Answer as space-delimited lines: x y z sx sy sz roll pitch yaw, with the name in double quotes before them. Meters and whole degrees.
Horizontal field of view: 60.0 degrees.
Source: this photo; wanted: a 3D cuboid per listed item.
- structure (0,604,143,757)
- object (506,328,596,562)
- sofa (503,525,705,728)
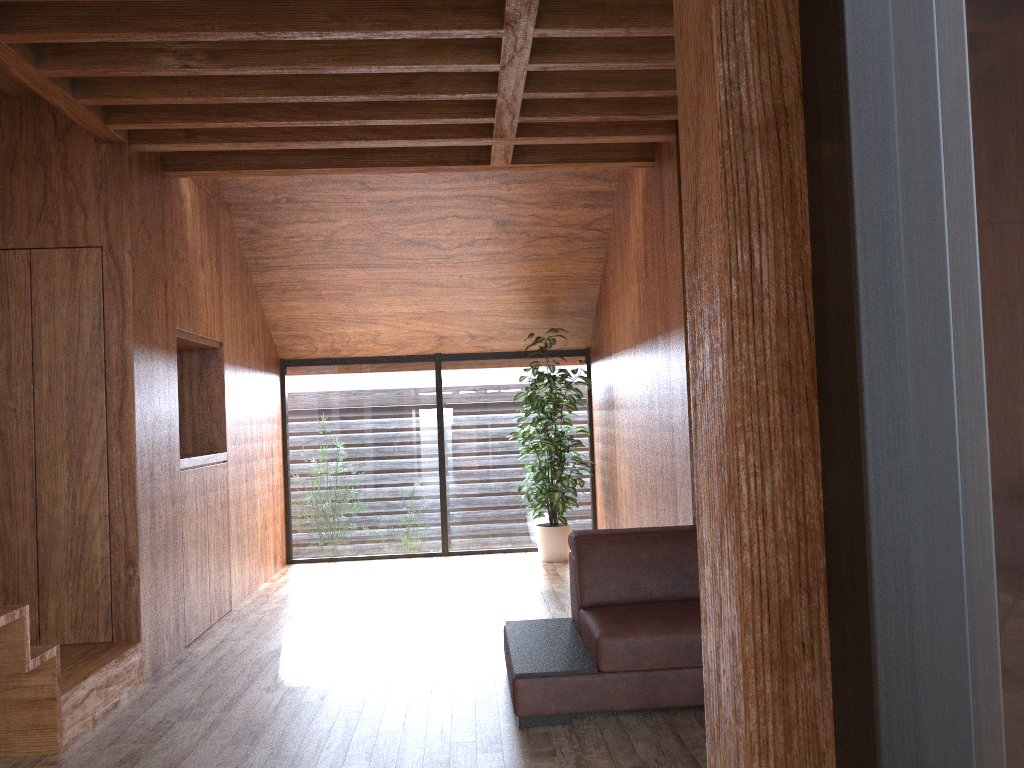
"structure" -1.952 0.086 2.591 0.830 2.298 2.445 -2 -2 -3
"object" 0.295 0.431 6.433 0.637 1.689 0.679 -2 -2 4
"sofa" 0.862 0.745 2.625 1.701 0.760 2.502 -2 -2 -3
